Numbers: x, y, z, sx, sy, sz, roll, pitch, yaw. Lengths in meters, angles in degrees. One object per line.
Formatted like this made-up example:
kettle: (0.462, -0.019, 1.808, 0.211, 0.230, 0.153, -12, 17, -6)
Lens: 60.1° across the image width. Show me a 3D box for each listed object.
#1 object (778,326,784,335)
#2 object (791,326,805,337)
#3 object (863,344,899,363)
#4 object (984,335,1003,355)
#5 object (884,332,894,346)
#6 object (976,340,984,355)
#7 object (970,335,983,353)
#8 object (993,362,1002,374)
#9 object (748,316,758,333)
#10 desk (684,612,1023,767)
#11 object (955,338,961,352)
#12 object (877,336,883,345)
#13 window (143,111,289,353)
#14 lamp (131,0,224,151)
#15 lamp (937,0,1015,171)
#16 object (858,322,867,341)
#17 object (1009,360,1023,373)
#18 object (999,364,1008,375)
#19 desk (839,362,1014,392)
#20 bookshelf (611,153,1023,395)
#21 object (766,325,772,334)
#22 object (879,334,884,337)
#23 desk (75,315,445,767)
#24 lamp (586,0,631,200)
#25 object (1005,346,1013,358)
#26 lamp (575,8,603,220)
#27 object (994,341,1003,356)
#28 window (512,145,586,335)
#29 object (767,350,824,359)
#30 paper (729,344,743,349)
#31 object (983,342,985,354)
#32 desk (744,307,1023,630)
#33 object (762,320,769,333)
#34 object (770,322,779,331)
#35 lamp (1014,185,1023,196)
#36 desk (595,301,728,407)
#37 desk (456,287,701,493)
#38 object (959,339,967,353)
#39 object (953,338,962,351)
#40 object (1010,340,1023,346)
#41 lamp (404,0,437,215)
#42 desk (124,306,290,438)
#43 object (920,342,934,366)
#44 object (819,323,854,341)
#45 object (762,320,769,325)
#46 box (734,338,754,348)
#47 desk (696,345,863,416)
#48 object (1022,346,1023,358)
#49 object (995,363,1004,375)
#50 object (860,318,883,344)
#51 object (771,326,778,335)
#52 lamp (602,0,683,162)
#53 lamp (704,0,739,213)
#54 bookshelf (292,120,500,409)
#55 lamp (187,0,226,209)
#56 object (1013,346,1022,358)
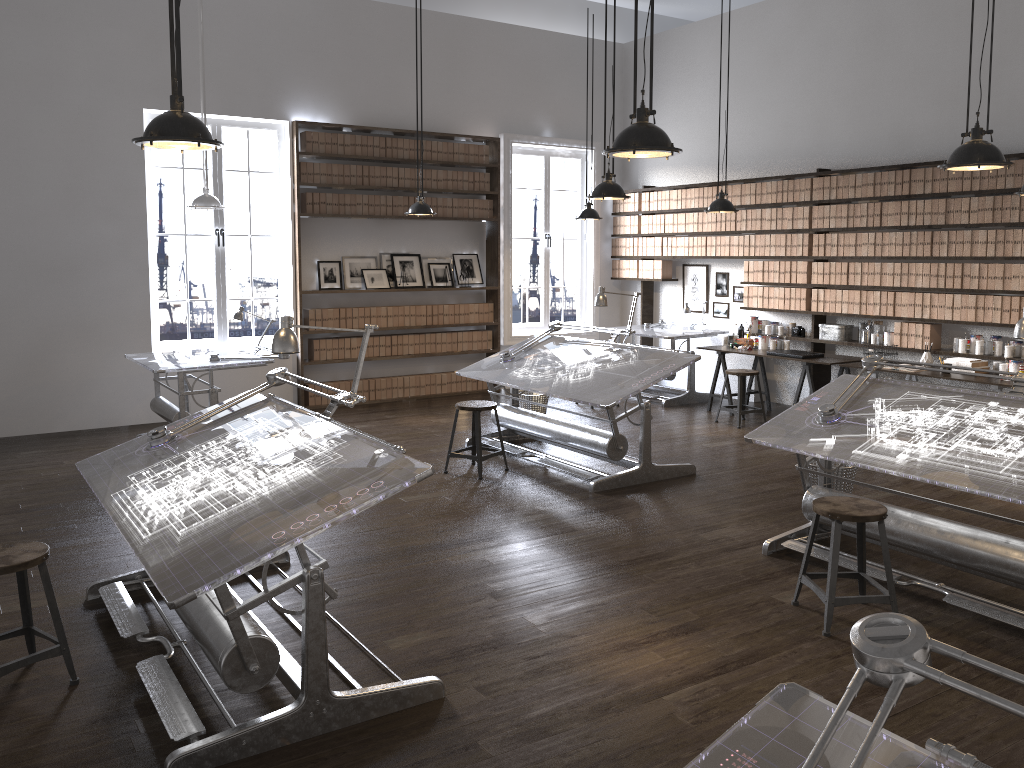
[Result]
object: (2.815, -0.559, 9.273, 0.062, 0.094, 0.062, 6, 8, 42)
object: (2.923, -0.540, 9.083, 0.091, 0.108, 0.171, -4, 9, -33)
object: (3.323, -0.271, 7.987, 0.284, 0.160, 0.204, -5, 9, -33)
object: (4.044, -0.323, 7.463, 0.205, 0.161, 0.094, -4, 7, -31)
object: (3.500, -0.418, 8.211, 0.094, 0.127, 0.095, -3, 7, -26)
object: (3.934, -0.305, 7.448, 0.062, 0.119, 0.062, 3, 7, 25)
object: (3.965, -0.338, 7.565, 0.094, 0.161, 0.095, -5, 8, -37)
object: (3.967, -0.133, 7.241, 0.062, 0.094, 0.062, 1, 6, 8)
object: (2.594, -0.638, 9.536, 0.108, 0.176, 0.107, -4, 7, -31)
desk: (0.747, 0.870, 0.473, 1.078, 1.379, 2.077, -4, 8, -33)
object: (3.859, -0.332, 7.637, 0.063, 0.117, 0.063, 1, 6, 8)
object: (3.494, -0.413, 8.294, 0.181, 0.093, 0.062, -3, 7, -19)
window: (-2.965, -1.459, 8.974, 1.485, 2.485, 0.154, -4, 7, -33)
lamp: (-1.203, -1.975, 3.093, 0.311, 2.241, 0.314, 4, 7, 37)
lamp: (2.089, -2.089, 3.889, 0.313, 2.241, 0.312, -1, 5, -8)
object: (3.394, -0.500, 8.586, 0.079, 0.187, 0.079, 4, 7, 36)
object: (3.994, -0.118, 7.006, 0.104, 0.141, 0.105, -3, 7, -25)
object: (3.945, -0.114, 7.107, 0.062, 0.094, 0.062, 2, 7, 17)
desk: (3.632, 0.233, 7.374, 0.656, 0.666, 1.675, -4, 9, -33)
bookshelf: (3.924, -0.372, 7.727, 0.374, 3.190, 9.215, -3, 9, -33)
object: (2.712, -0.572, 9.363, 0.062, 0.094, 0.062, 6, 8, 42)
object: (3.485, -0.423, 8.338, 0.062, 0.093, 0.063, 2, 7, 19)
desk: (-1.100, 0.401, 3.697, 1.078, 1.379, 2.077, -4, 8, -33)
lamp: (0.672, -2.405, 6.064, 0.313, 2.241, 0.312, -1, 6, -13)
object: (4.061, -0.264, 7.238, 0.062, 0.095, 0.062, 0, 6, -1)
lamp: (0.840, -2.914, 9.566, 0.311, 2.241, 0.314, 4, 7, 37)
object: (4.057, -0.296, 7.387, 0.062, 0.119, 0.062, 3, 7, 25)
window: (0.427, -1.762, 11.020, 1.246, 2.298, 0.154, -4, 7, -33)
object: (2.725, -0.286, 8.524, 0.312, 0.033, 0.447, -5, 10, -33)
paper: (2.341, -0.394, 9.242, 0.155, 0.038, 0.138, 7, 11, 42)
object: (4.005, -0.299, 7.499, 0.054, 0.101, 0.054, -2, 6, -16)
desk: (2.288, 0.311, 4.327, 1.078, 1.379, 2.077, -4, 8, -33)
object: (2.713, -0.614, 9.492, 0.070, 0.130, 0.070, 1, 6, 5)
object: (2.798, -0.595, 9.433, 0.094, 0.127, 0.095, 0, 6, -3)
lamp: (3.418, -2.339, 5.615, 0.313, 2.241, 0.312, -1, 5, -8)
desk: (1.757, -0.394, 10.177, 1.073, 1.092, 1.274, -4, 8, -33)
desk: (0.464, -0.097, 7.128, 1.078, 1.379, 2.289, -4, 9, -33)
object: (3.853, -0.322, 7.567, 0.062, 0.119, 0.062, 2, 6, 17)
object: (3.874, -0.342, 7.702, 0.062, 0.119, 0.062, 1, 6, 8)
object: (4.182, -0.293, 7.347, 0.094, 0.129, 0.095, 6, 9, 44)
lamp: (-0.886, -2.754, 8.457, 0.311, 2.241, 0.314, 4, 7, 37)
desk: (-2.525, -0.050, 7.478, 1.173, 1.183, 1.274, -4, 8, -33)
object: (3.629, -0.259, 7.742, 0.101, 0.208, 0.102, 1, 6, 12)
object: (3.193, -0.510, 8.735, 0.193, 0.151, 0.318, -5, 9, -33)
object: (2.735, -0.625, 9.568, 0.072, 0.128, 0.071, 2, 6, 14)
box: (2.462, -0.434, 9.336, 0.138, 0.083, 0.213, -5, 9, -33)
desk: (2.672, 0.019, 8.848, 0.656, 0.666, 1.675, -4, 9, -33)
object: (4.198, -0.264, 7.237, 0.062, 0.095, 0.062, 0, 6, -1)
object: (3.952, -0.123, 7.177, 0.063, 0.093, 0.063, 1, 6, 8)
object: (3.406, -0.524, 8.421, 0.182, 0.270, 0.157, 5, 8, 41)
object: (2.762, -0.565, 9.313, 0.063, 0.093, 0.063, 6, 8, 42)
lamp: (0.509, -2.006, 3.361, 0.313, 2.254, 0.312, -1, 5, -8)
lamp: (1.903, -2.677, 7.942, 0.311, 2.241, 0.314, 4, 7, 37)
bookshelf: (-1.288, -0.972, 10.059, 2.477, 3.705, 0.414, -4, 7, -33)
lamp: (-2.575, -2.595, 7.362, 0.311, 2.241, 0.314, 4, 7, 37)
object: (4.128, -0.263, 7.233, 0.062, 0.094, 0.063, 0, 6, -1)
